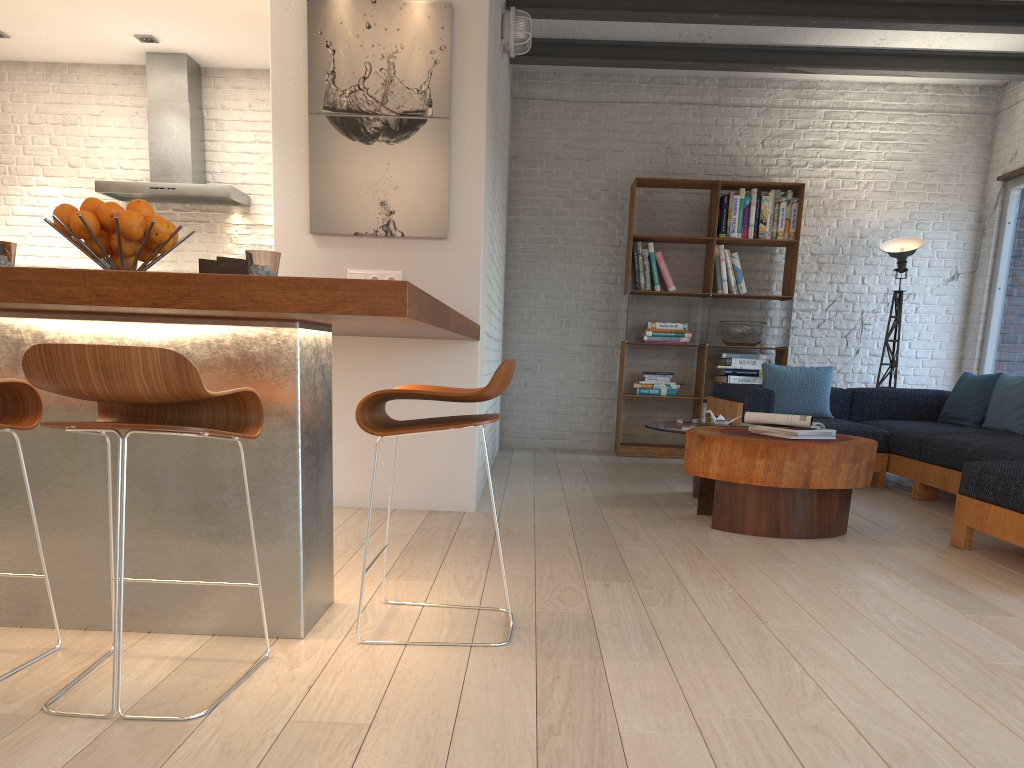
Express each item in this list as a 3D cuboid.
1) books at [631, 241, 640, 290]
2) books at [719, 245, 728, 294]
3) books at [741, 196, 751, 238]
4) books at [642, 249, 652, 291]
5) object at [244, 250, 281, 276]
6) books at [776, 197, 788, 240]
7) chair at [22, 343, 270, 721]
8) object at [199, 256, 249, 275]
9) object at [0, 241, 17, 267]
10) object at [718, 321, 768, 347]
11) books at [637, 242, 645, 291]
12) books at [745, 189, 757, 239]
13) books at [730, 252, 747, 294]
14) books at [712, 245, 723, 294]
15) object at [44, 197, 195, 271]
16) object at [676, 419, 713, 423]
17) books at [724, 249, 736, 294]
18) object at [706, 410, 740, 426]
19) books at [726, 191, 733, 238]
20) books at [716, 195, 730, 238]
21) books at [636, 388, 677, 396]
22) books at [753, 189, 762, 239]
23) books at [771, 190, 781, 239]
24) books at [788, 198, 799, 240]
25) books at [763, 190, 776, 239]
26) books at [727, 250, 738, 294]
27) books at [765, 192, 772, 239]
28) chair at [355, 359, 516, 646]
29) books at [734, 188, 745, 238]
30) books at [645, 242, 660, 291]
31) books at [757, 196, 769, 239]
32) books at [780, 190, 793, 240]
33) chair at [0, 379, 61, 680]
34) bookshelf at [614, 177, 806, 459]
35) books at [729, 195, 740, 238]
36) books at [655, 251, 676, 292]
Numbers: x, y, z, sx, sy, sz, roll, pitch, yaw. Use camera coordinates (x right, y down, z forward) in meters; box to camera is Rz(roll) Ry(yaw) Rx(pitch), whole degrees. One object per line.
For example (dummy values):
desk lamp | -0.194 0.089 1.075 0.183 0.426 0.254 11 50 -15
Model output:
books | 1.002 -0.951 7.128 0.091 0.395 0.237 2 9 1
books | 1.700 -0.921 7.108 0.103 0.394 0.237 2 9 1
books | 1.861 -1.323 7.041 0.055 0.338 0.247 2 8 1
books | 1.091 -0.923 7.159 0.102 0.343 0.247 2 8 1
object | -0.643 -0.297 2.253 0.091 0.087 0.089 4 7 16
books | 2.142 -1.312 7.022 0.055 0.338 0.247 2 8 1
chair | -0.813 0.308 1.953 0.405 0.796 0.409 2 10 1
object | -0.766 -0.291 2.331 0.093 0.084 0.113 -4 8 -44
object | -1.327 -0.323 2.252 0.091 0.087 0.089 2 7 -2
object | 1.908 -0.411 7.233 0.398 0.207 0.397 6 5 43
books | 1.040 -0.951 7.136 0.091 0.395 0.237 2 9 1
books | 1.908 -1.348 7.015 0.036 0.394 0.237 2 9 1
books | 1.823 -0.891 7.116 0.158 0.338 0.247 2 8 1
books | 1.663 -0.924 7.132 0.101 0.394 0.237 2 9 1
object | -1.039 -0.372 2.326 0.364 0.228 0.356 -1 6 -33
object | 1.172 0.231 5.538 0.302 0.028 0.067 1 3 -21
books | 1.753 -0.903 7.121 0.125 0.358 0.264 2 8 1
object | 1.292 0.208 5.358 0.185 0.093 0.191 4 4 26
books | 1.729 -1.342 7.039 0.021 0.369 0.264 2 8 1
books | 1.690 -1.329 7.044 0.055 0.338 0.247 2 8 1
books | 1.217 0.064 7.326 0.326 0.057 0.250 3 2 11
books | 1.946 -1.347 7.024 0.036 0.394 0.237 2 9 1
books | 2.097 -1.341 7.022 0.036 0.394 0.237 2 9 1
books | 2.239 -1.309 7.042 0.055 0.338 0.247 2 8 1
books | 2.060 -1.343 7.036 0.036 0.394 0.237 2 9 1
books | 1.775 -0.902 7.129 0.125 0.358 0.264 2 8 1
books | 2.030 -1.330 7.026 0.021 0.369 0.264 2 8 1
chair | -0.193 0.315 2.470 0.423 0.796 0.392 2 10 1
books | 1.814 -1.352 7.022 0.036 0.394 0.237 2 9 1
books | 1.146 -0.944 7.122 0.121 0.391 0.237 2 9 1
books | 1.991 -1.317 7.015 0.055 0.338 0.247 2 8 1
books | 2.191 -1.338 7.021 0.036 0.394 0.237 2 9 1
chair | -1.351 0.287 1.962 0.405 0.796 0.409 2 10 1
bookshelf | 1.587 -0.484 7.192 1.318 2.263 0.353 2 12 1
books | 1.767 -1.326 7.025 0.055 0.338 0.247 2 8 1
books | 1.238 -0.910 7.150 0.195 0.327 0.247 2 8 1
